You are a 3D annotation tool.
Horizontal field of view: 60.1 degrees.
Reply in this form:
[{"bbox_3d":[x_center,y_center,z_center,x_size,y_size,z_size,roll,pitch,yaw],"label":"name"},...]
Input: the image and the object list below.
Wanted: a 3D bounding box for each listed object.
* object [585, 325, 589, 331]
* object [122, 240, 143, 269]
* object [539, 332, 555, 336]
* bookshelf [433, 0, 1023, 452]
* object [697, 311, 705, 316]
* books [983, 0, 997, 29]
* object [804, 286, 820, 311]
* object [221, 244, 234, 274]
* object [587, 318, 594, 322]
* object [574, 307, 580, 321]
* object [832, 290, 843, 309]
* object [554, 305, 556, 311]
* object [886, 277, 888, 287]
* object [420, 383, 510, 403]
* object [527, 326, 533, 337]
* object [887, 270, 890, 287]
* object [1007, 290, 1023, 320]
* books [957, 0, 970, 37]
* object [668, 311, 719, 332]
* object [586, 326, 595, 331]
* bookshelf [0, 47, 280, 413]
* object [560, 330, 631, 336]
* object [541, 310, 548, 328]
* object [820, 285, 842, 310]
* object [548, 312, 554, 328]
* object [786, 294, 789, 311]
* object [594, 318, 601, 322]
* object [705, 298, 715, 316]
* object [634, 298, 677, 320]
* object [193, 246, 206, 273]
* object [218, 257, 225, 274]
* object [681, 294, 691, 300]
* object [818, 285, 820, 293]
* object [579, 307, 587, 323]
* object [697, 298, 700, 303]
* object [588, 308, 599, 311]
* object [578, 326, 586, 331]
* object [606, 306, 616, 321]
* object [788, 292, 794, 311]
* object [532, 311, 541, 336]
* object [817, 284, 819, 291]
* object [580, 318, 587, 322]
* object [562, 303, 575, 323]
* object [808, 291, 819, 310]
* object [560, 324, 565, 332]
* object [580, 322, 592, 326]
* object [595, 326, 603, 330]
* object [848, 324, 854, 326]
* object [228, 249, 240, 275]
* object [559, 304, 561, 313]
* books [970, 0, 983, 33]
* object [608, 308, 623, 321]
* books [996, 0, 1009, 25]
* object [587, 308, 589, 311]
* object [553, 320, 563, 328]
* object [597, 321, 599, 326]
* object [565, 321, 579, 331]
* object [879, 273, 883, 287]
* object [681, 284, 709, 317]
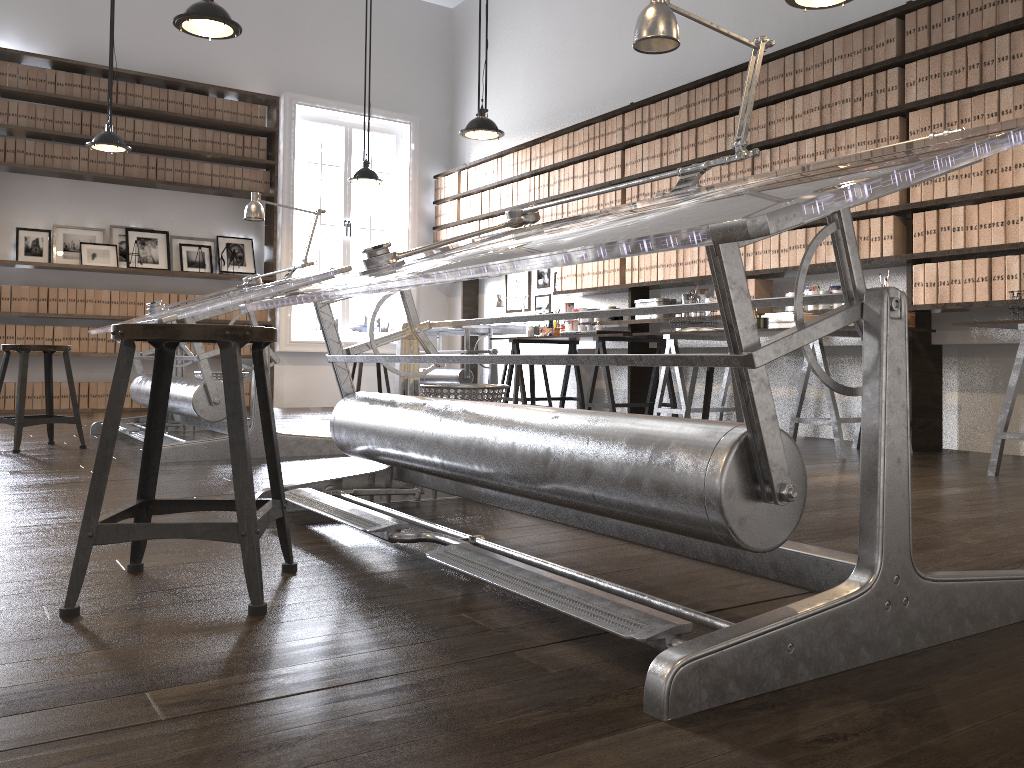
[{"bbox_3d":[0.597,-0.409,6.961,0.044,0.101,0.045,2,-1,-33],"label":"object"},{"bbox_3d":[-3.354,-1.144,7.831,0.174,0.260,0.040,1,-2,-33],"label":"object"},{"bbox_3d":[0.269,-0.387,6.979,0.132,0.050,0.197,1,1,-4],"label":"object"},{"bbox_3d":[1.802,-0.531,5.606,0.373,3.210,9.177,2,0,-33],"label":"bookshelf"},{"bbox_3d":[1.371,-0.507,6.169,0.181,0.093,0.062,0,-1,-19],"label":"object"},{"bbox_3d":[2.466,-1.894,4.491,0.174,0.226,0.067,1,-1,-33],"label":"books"},{"bbox_3d":[1.843,-0.516,5.442,0.094,0.162,0.095,1,-1,-37],"label":"object"},{"bbox_3d":[-2.670,-1.167,8.302,0.118,0.304,0.040,2,-2,-33],"label":"object"},{"bbox_3d":[0.637,-0.543,7.193,0.062,0.093,0.063,0,-1,43],"label":"object"},{"bbox_3d":[0.548,-0.573,7.433,0.051,0.140,0.050,2,-2,-35],"label":"object"},{"bbox_3d":[1.935,-0.495,5.261,0.062,0.119,0.062,0,-1,25],"label":"object"},{"bbox_3d":[0.365,-0.548,7.191,0.008,0.186,0.071,2,-2,-32],"label":"object"},{"bbox_3d":[1.981,-0.472,4.695,0.008,0.186,0.071,0,-1,9],"label":"object"},{"bbox_3d":[-0.188,0.191,3.215,0.353,0.378,0.353,1,0,-11],"label":"object"},{"bbox_3d":[0.154,-0.427,7.338,0.068,0.104,0.068,1,-1,-29],"label":"object"},{"bbox_3d":[1.996,-0.492,4.704,0.020,0.228,0.007,1,-2,-2],"label":"object"},{"bbox_3d":[2.462,-0.350,4.073,0.203,0.161,0.284,1,1,-41],"label":"object"},{"bbox_3d":[2.395,-1.898,4.610,0.174,0.226,0.066,1,-1,-33],"label":"books"},{"bbox_3d":[1.199,-0.405,5.849,0.284,0.161,0.203,0,0,-33],"label":"object"},{"bbox_3d":[0.612,-0.407,6.905,0.062,0.093,0.063,0,-1,16],"label":"object"},{"bbox_3d":[-3.409,-0.907,7.974,2.472,3.729,0.412,1,-2,-33],"label":"bookshelf"},{"bbox_3d":[0.599,-0.361,6.381,0.312,0.033,0.445,0,2,-33],"label":"object"},{"bbox_3d":[0.263,-0.491,7.328,0.068,0.238,0.069,2,-2,-36],"label":"object"},{"bbox_3d":[1.922,-0.513,5.339,0.205,0.162,0.094,1,-1,-31],"label":"object"},{"bbox_3d":[0.334,-0.488,7.374,0.068,0.230,0.069,2,-2,-36],"label":"object"},{"bbox_3d":[1.737,-0.502,5.512,0.063,0.118,0.062,1,-1,8],"label":"object"},{"bbox_3d":[0.690,-0.542,7.152,0.062,0.094,0.062,0,-1,43],"label":"object"},{"bbox_3d":[1.377,-0.522,6.089,0.094,0.128,0.095,1,-1,-26],"label":"object"},{"bbox_3d":[1.070,-0.554,6.616,0.193,0.152,0.317,1,1,-34],"label":"object"},{"bbox_3d":[-2.877,-1.144,8.157,0.124,0.260,0.040,1,-2,-33],"label":"object"},{"bbox_3d":[-2.701,-1.097,8.237,0.066,0.166,0.040,2,-2,-33],"label":"object"},{"bbox_3d":[1.271,-0.560,6.468,0.079,0.188,0.078,0,-2,36],"label":"object"},{"bbox_3d":[1.871,-0.523,5.362,0.036,0.149,0.005,1,-2,-10],"label":"object"},{"bbox_3d":[0.589,-0.571,7.375,0.070,0.130,0.070,1,-1,5],"label":"object"},{"bbox_3d":[1.309,-0.536,6.165,0.008,0.125,0.041,2,-2,-44],"label":"object"},{"bbox_3d":[0.674,-0.558,7.315,0.094,0.128,0.095,1,-1,-3],"label":"object"},{"bbox_3d":[0.545,-0.408,6.927,0.062,0.094,0.062,1,-1,7],"label":"object"},{"bbox_3d":[0.765,-0.541,7.070,0.107,0.162,0.236,0,0,23],"label":"object"},{"bbox_3d":[1.730,-0.501,5.442,0.062,0.119,0.062,0,-1,17],"label":"object"},{"bbox_3d":[0.203,-0.487,7.289,0.068,0.230,0.069,2,-2,-36],"label":"object"},{"bbox_3d":[1.862,-0.523,5.365,0.029,0.169,0.004,1,-2,-11],"label":"object"},{"bbox_3d":[0.588,-0.545,7.242,0.062,0.094,0.062,0,-1,43],"label":"object"},{"bbox_3d":[0.470,-0.591,7.422,0.107,0.177,0.106,1,-1,-31],"label":"object"},{"bbox_3d":[1.812,-0.498,5.323,0.062,0.119,0.062,0,-1,25],"label":"object"},{"bbox_3d":[0.405,-0.418,7.046,0.049,0.112,0.049,2,-2,-36],"label":"object"},{"bbox_3d":[0.590,-0.423,7.030,0.094,0.128,0.095,1,-1,-29],"label":"object"},{"bbox_3d":[0.677,-0.406,6.892,0.062,0.094,0.062,0,-1,16],"label":"object"},{"bbox_3d":[1.758,-0.317,4.689,0.197,0.050,0.132,1,1,28],"label":"object"},{"bbox_3d":[-2.627,-1.147,8.362,0.110,0.262,0.040,2,-2,-33],"label":"object"},{"bbox_3d":[0.379,-0.554,7.177,0.006,0.193,0.055,2,-2,-34],"label":"object"},{"bbox_3d":[2.434,-1.896,4.550,0.174,0.226,0.066,1,-1,-33],"label":"books"},{"bbox_3d":[0.799,-0.544,6.962,0.091,0.109,0.171,1,0,-33],"label":"object"},{"bbox_3d":[2.506,-1.893,4.437,0.174,0.226,0.066,1,-1,-33],"label":"books"},{"bbox_3d":[0.611,-0.572,7.451,0.072,0.129,0.071,0,-1,14],"label":"object"},{"bbox_3d":[0.504,-0.523,7.209,0.345,0.146,0.077,1,-1,-10],"label":"object"},{"bbox_3d":[0.668,-0.427,6.957,0.004,0.134,0.029,2,-2,-38],"label":"object"},{"bbox_3d":[0.474,-0.430,7.012,0.104,0.142,0.105,1,-1,-41],"label":"object"},{"bbox_3d":[1.973,-0.484,4.712,0.007,0.214,0.055,2,-2,-26],"label":"object"},{"bbox_3d":[1.284,-0.604,6.308,0.181,0.272,0.156,0,-1,41],"label":"object"}]
